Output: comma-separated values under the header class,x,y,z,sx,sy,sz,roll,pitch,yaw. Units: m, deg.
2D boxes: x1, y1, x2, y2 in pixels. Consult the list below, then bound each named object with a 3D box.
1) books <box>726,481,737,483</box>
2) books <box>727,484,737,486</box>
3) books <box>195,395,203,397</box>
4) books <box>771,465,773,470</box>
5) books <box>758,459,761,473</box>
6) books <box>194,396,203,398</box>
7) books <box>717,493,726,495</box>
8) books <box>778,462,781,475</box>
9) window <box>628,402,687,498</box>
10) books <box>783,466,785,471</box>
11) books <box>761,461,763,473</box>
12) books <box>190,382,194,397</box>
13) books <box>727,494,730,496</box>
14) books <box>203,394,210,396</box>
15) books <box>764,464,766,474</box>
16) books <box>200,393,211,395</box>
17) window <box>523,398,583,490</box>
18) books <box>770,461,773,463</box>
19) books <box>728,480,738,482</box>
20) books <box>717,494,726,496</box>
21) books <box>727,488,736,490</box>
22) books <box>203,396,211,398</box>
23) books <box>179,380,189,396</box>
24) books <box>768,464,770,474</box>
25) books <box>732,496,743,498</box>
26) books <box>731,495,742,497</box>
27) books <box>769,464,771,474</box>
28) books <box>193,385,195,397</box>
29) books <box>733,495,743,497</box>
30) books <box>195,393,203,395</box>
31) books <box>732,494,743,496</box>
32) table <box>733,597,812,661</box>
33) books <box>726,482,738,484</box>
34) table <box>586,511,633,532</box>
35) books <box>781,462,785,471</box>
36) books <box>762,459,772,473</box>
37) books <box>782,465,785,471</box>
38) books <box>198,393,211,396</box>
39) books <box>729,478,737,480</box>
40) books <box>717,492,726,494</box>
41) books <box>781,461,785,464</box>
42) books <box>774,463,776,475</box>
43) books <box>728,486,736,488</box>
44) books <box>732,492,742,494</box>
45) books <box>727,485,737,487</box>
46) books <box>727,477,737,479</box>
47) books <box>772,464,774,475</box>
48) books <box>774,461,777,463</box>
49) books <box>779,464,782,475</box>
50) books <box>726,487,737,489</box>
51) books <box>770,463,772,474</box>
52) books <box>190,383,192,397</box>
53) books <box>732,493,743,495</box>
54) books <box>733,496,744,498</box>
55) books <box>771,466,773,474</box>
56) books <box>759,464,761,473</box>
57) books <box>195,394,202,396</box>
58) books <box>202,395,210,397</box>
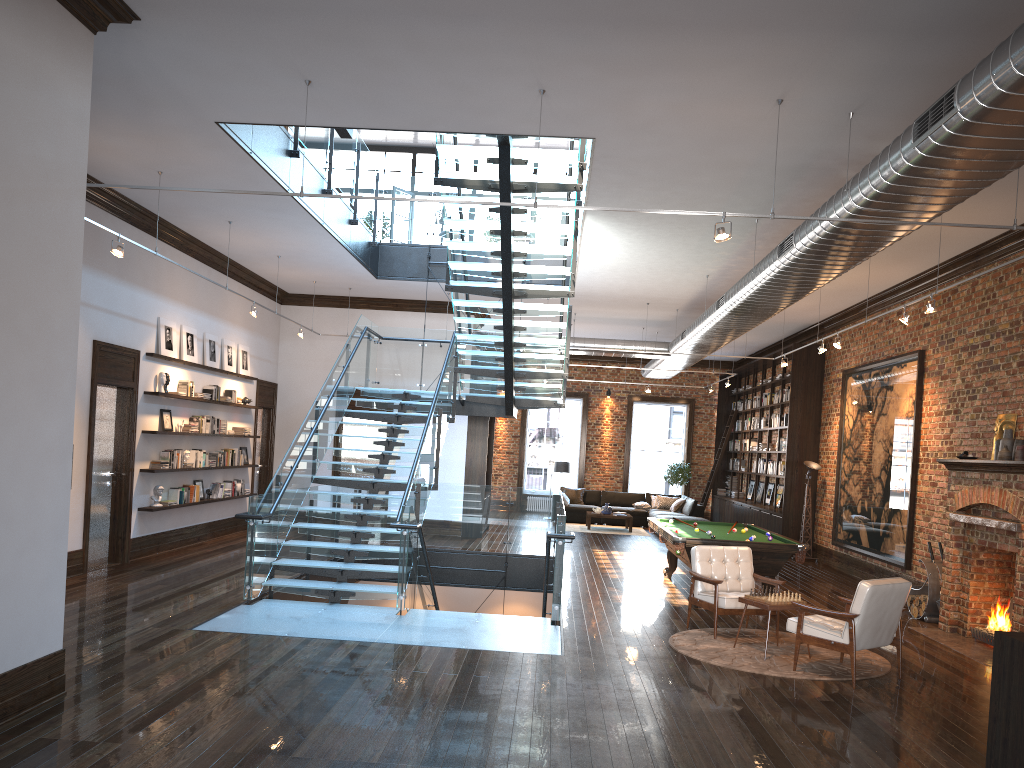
class,x,y,z,sx,sy,sz,roll,pitch,yaw
books,5.868,2.620,23.692,0.240,0.019,0.229,3,-4,-2
books,5.882,2.695,23.692,0.209,0.015,0.307,3,-4,1
books,-4.611,0.174,12.917,0.159,0.014,0.183,3,-4,3
books,5.725,1.862,19.267,0.174,0.217,0.027,3,1,3
books,5.802,1.907,20.554,0.170,0.311,0.038,3,1,3
books,-4.615,0.188,12.903,0.155,0.015,0.211,3,-4,3
books,5.613,2.948,23.767,0.201,0.012,0.245,3,-4,6
books,5.711,1.792,18.688,0.175,0.272,0.031,3,1,3
window,3.979,1.889,24.389,1.520,2.753,0.155,3,1,3
books,5.713,1.809,18.484,0.136,0.210,0.036,3,1,3
books,5.776,1.893,20.218,0.184,0.288,0.016,3,1,3
books,-4.603,0.073,12.587,0.164,0.216,0.012,3,1,3
books,5.871,2.973,23.700,0.198,0.035,0.218,3,-4,6
books,-4.604,0.165,13.189,0.142,0.011,0.256,3,-4,5
books,5.755,1.902,19.858,0.191,0.218,0.033,3,1,3
books,-4.597,0.144,13.188,0.142,0.011,0.257,3,-4,7
window,1.126,1.731,24.518,1.520,2.753,0.155,3,1,3
books,5.761,1.849,19.525,0.159,0.285,0.014,3,1,3
books,5.907,2.591,23.690,0.176,0.008,0.356,3,-4,2
books,5.610,2.972,23.767,0.207,0.013,0.280,3,-4,4
books,5.869,2.801,23.699,0.210,0.019,0.342,3,-4,7
books,-4.603,0.187,13.189,0.141,0.011,0.287,3,-4,5
books,-4.627,0.060,12.507,0.142,0.228,0.014,3,1,3
books,5.751,1.889,19.647,0.153,0.221,0.034,3,1,3
books,5.801,2.905,22.785,0.227,0.007,0.369,3,-4,4
books,5.796,2.881,22.785,0.227,0.007,0.371,3,-4,-1
books,5.735,1.868,19.456,0.167,0.234,0.032,3,1,3
books,-4.621,0.099,12.706,0.131,0.178,0.035,3,1,3
books,5.799,2.874,22.785,0.228,0.008,0.330,3,-4,5
books,-4.614,0.146,12.910,0.152,0.013,0.196,3,-4,3
books,5.804,2.852,22.785,0.229,0.008,0.329,3,-4,4
table,2.384,2.225,8.101,0.517,0.495,0.462,4,-2,-22
books,5.865,2.643,23.692,0.260,0.028,0.316,3,-4,3
table,2.224,3.164,20.392,1.000,0.345,1.003,3,-4,3
books,5.716,1.776,18.540,0.159,0.285,0.014,3,1,3
books,5.760,1.864,20.023,0.186,0.317,0.015,3,1,3
books,5.713,1.802,18.517,0.141,0.229,0.032,3,1,3
books,-4.605,0.155,13.189,0.141,0.011,0.286,3,-4,2
books,5.897,2.541,23.690,0.184,0.030,0.265,3,-4,8
books,5.612,2.915,23.767,0.200,0.019,0.256,3,-4,5
books,5.718,1.773,18.603,0.149,0.301,0.013,3,1,3
books,5.717,1.829,19.003,0.191,0.245,0.031,3,1,3
books,5.886,2.748,23.697,0.183,0.034,0.271,3,-4,8
books,5.803,2.805,22.784,0.228,0.008,0.330,3,-4,5
books,5.884,2.726,23.697,0.207,0.009,0.344,3,-4,4
books,5.889,2.509,23.690,0.207,0.022,0.247,4,-4,-3
books,5.725,1.847,19.203,0.165,0.238,0.034,3,1,3
books,5.734,1.815,19.127,0.152,0.292,0.031,3,1,3
books,5.690,1.796,18.578,0.176,0.246,0.039,3,1,3
books,5.863,2.773,23.699,0.250,0.020,0.318,3,-4,3
books,5.736,1.853,19.336,0.179,0.246,0.031,3,1,3
books,-4.614,0.078,12.538,0.163,0.198,0.029,3,1,3
books,5.802,2.829,22.784,0.228,0.008,0.330,3,-4,5
books,5.804,2.897,22.785,0.229,0.008,0.328,3,-4,3
books,5.718,1.876,19.237,0.174,0.184,0.034,3,1,3
books,5.781,1.951,20.455,0.174,0.206,0.031,3,1,3
books,-4.615,0.159,12.901,0.125,0.014,0.214,3,-4,3
books,-4.602,0.176,13.189,0.142,0.011,0.256,3,-4,0
